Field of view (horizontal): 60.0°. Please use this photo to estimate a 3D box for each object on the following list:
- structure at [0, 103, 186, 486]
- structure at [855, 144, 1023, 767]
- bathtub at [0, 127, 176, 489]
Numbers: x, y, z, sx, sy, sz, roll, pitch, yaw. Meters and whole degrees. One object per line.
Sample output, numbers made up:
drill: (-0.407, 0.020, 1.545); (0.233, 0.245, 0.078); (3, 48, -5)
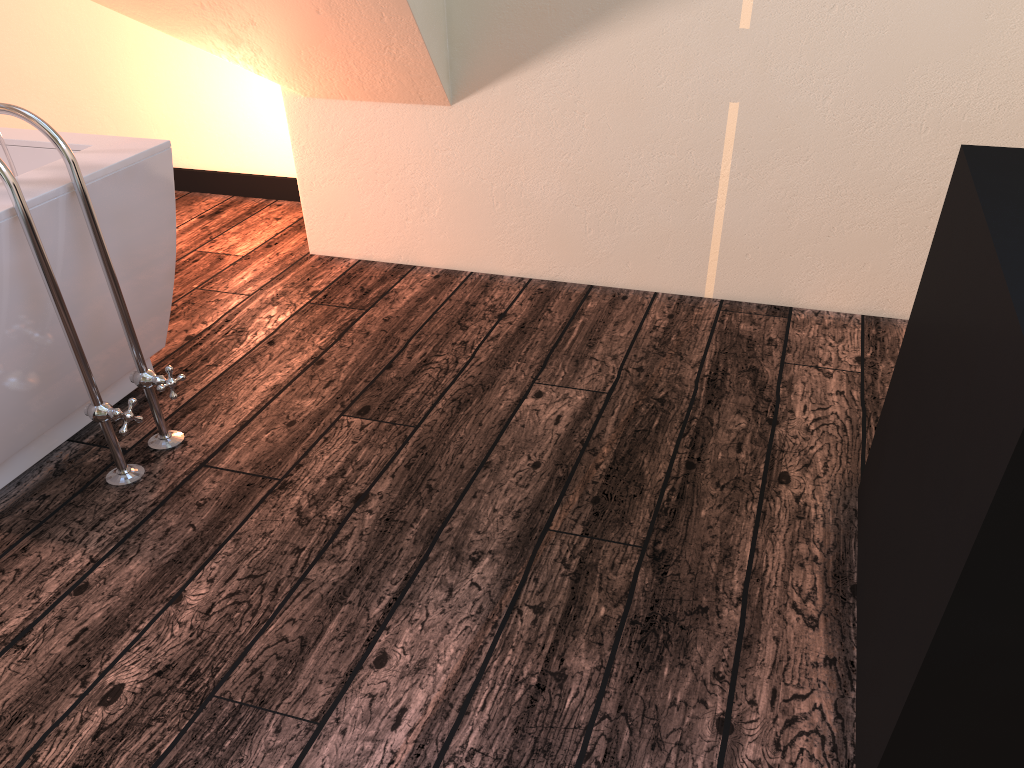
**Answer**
structure: (-1.065, -0.295, 1.859); (0.551, 1.141, 0.379); (19, 39, 27)
structure: (1.014, 0.200, 1.303); (0.799, 0.877, 0.855); (9, 36, 15)
bathtub: (-1.962, -0.297, 2.235); (2.212, 0.707, 0.785); (9, 35, 15)
